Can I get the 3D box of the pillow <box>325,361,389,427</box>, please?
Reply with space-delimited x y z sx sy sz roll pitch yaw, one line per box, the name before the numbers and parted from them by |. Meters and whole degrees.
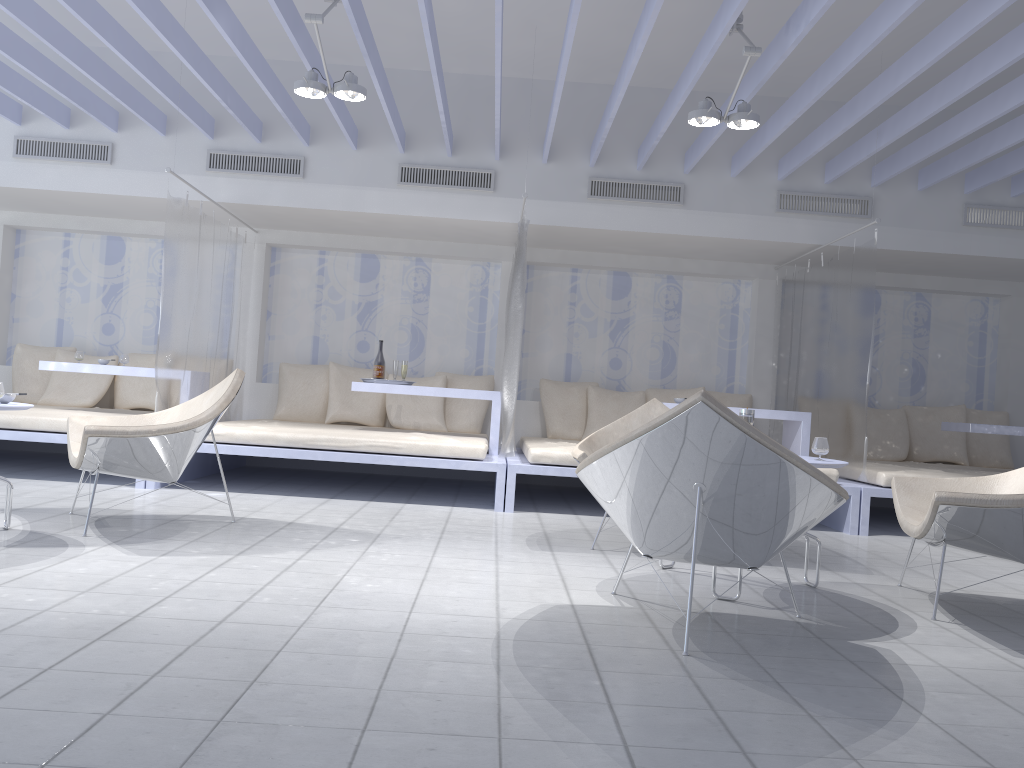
pillow | -1.288 0.091 7.396 0.537 0.527 0.233 4 -1 -21

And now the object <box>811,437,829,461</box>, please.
object | 1.234 0.260 3.548 0.068 0.091 0.068 4 -1 -11

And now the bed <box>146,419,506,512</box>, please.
bed | -1.157 0.526 6.475 2.200 0.422 2.022 4 -1 -1

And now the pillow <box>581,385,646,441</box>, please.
pillow | 0.848 0.258 7.379 0.528 0.482 0.307 4 -1 4

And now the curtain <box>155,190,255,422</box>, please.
curtain | -2.192 -0.421 6.447 0.125 1.559 1.998 4 -1 -3

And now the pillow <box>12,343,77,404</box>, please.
pillow | -3.898 -0.074 7.384 0.572 0.510 0.231 4 -1 -2

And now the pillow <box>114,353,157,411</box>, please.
pillow | -3.052 -0.028 7.364 0.537 0.527 0.233 3 -1 19

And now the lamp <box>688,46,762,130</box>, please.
lamp | 1.136 -1.499 4.511 0.380 0.218 0.587 4 -1 -1

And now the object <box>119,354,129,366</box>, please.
object | -2.822 -0.173 6.456 0.068 0.091 0.068 3 -1 25

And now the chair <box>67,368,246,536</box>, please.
chair | -1.657 0.278 4.193 0.753 0.759 0.906 5 -1 -31

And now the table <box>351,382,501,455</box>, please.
table | -0.620 0.247 6.484 1.065 0.450 0.416 4 -1 -1

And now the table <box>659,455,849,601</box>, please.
table | 0.926 0.554 3.639 0.823 0.534 0.825 4 -1 -24

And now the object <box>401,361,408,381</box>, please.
object | -0.786 -0.082 6.464 0.059 0.174 0.059 5 -1 -33

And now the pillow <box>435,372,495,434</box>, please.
pillow | -0.445 0.160 7.446 0.572 0.510 0.231 4 -1 0

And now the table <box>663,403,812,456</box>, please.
table | 1.590 0.397 6.524 1.065 0.450 0.416 4 -1 -1

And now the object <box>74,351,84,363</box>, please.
object | -3.208 -0.196 6.574 0.068 0.091 0.068 3 -1 25

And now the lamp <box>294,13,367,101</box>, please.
lamp | -0.948 -1.640 4.473 0.380 0.218 0.587 4 -1 -1

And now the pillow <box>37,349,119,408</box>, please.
pillow | -3.557 -0.039 7.300 0.528 0.482 0.307 4 -1 4

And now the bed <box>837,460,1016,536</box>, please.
bed | 3.254 0.821 6.538 2.200 0.427 2.016 4 -1 -1

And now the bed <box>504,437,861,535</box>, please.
bed | 1.048 0.672 6.499 2.200 0.427 2.016 4 -1 -1

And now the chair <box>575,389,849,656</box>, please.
chair | 0.622 0.406 2.884 0.906 0.759 0.753 4 -1 16

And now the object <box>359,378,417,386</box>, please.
object | -0.910 -0.014 6.489 0.429 0.031 0.275 4 -1 1

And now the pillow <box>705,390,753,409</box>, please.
pillow | 1.781 0.323 7.475 0.524 0.521 0.230 4 -1 -3

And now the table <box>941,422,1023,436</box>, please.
table | 3.796 0.546 6.563 1.065 0.450 0.416 4 -1 -1

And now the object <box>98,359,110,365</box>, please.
object | -3.027 -0.160 6.572 0.082 0.043 0.082 5 -1 -40

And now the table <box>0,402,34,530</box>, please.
table | -2.417 0.329 3.581 0.823 0.534 0.825 4 -1 -10

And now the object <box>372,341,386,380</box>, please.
object | -0.970 -0.167 6.504 0.092 0.302 0.092 5 -1 -34

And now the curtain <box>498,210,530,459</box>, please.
curtain | 0.004 -0.294 6.446 0.151 1.552 2.050 4 -1 -1

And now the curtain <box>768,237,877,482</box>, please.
curtain | 2.216 -0.123 6.526 0.125 1.559 1.998 4 -1 -3

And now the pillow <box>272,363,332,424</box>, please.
pillow | -1.720 0.086 7.413 0.524 0.521 0.230 4 -1 1

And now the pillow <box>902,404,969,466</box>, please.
pillow | 3.559 0.419 7.483 0.537 0.527 0.233 3 -1 19

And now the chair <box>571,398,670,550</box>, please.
chair | 0.754 0.448 4.600 0.906 0.759 0.753 4 -1 3

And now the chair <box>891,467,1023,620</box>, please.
chair | 1.954 0.507 3.461 0.753 0.759 0.906 4 -1 14

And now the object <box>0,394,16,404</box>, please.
object | -2.142 0.061 3.744 0.082 0.043 0.082 5 -1 -33

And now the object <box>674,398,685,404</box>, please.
object | 1.239 0.127 6.570 0.082 0.043 0.082 5 -1 -40

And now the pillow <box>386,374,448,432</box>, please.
pillow | -0.784 0.148 7.349 0.528 0.482 0.307 4 -1 -6

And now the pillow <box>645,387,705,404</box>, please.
pillow | 1.353 0.270 7.443 0.537 0.527 0.233 3 -1 19

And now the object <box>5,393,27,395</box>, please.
object | -2.112 0.043 3.758 0.098 0.016 0.012 5 -1 -35

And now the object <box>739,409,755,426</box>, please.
object | 0.972 0.198 3.685 0.075 0.185 0.075 5 -1 -38

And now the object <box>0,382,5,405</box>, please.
object | -2.095 0.037 3.595 0.068 0.091 0.068 3 -1 27

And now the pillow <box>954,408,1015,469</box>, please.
pillow | 3.987 0.472 7.515 0.524 0.521 0.230 4 -1 -3

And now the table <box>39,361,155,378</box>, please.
table | -2.811 0.099 6.445 1.065 0.450 0.416 4 -1 -1

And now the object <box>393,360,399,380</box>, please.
object | -0.859 -0.086 6.527 0.059 0.174 0.059 5 -1 -33

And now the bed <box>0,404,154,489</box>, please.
bed | -3.357 0.374 6.420 2.200 0.427 2.016 4 -1 -1

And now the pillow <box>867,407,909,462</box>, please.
pillow | 3.054 0.407 7.418 0.528 0.482 0.307 4 -1 4

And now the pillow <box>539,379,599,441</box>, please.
pillow | 0.507 0.224 7.463 0.572 0.510 0.231 4 -1 -2
